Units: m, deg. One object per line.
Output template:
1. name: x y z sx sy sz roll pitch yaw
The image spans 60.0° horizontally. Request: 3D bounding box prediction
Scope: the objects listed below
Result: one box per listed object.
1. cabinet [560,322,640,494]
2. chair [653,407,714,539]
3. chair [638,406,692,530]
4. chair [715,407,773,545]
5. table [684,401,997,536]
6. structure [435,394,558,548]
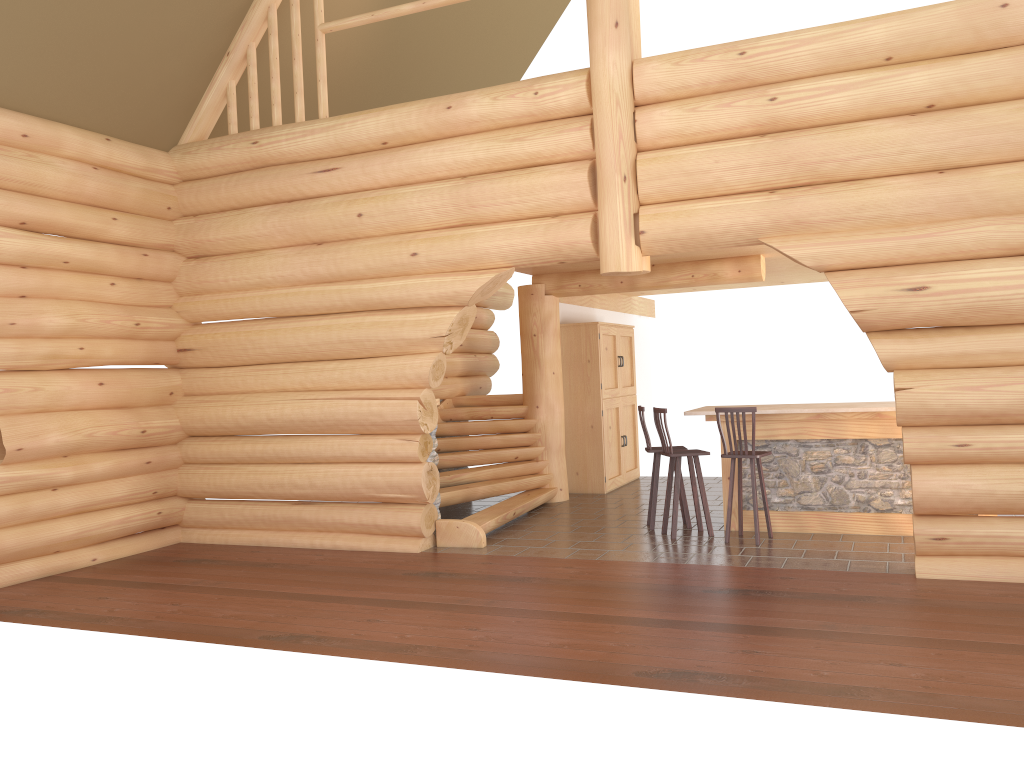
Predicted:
1. cabinet: 1.366 0.316 13.312 0.670 2.403 1.847 -2 1 23
2. chair: 1.750 0.893 9.115 0.504 1.319 0.406 -3 1 -8
3. chair: 1.651 0.891 9.627 0.504 1.319 0.406 -2 1 3
4. chair: 2.289 0.875 8.691 0.406 1.319 0.504 -2 1 33
5. table: 3.530 0.846 9.182 3.220 1.257 1.196 -2 1 23
6. structure: -0.713 0.823 10.892 1.951 1.643 3.604 -2 1 17
